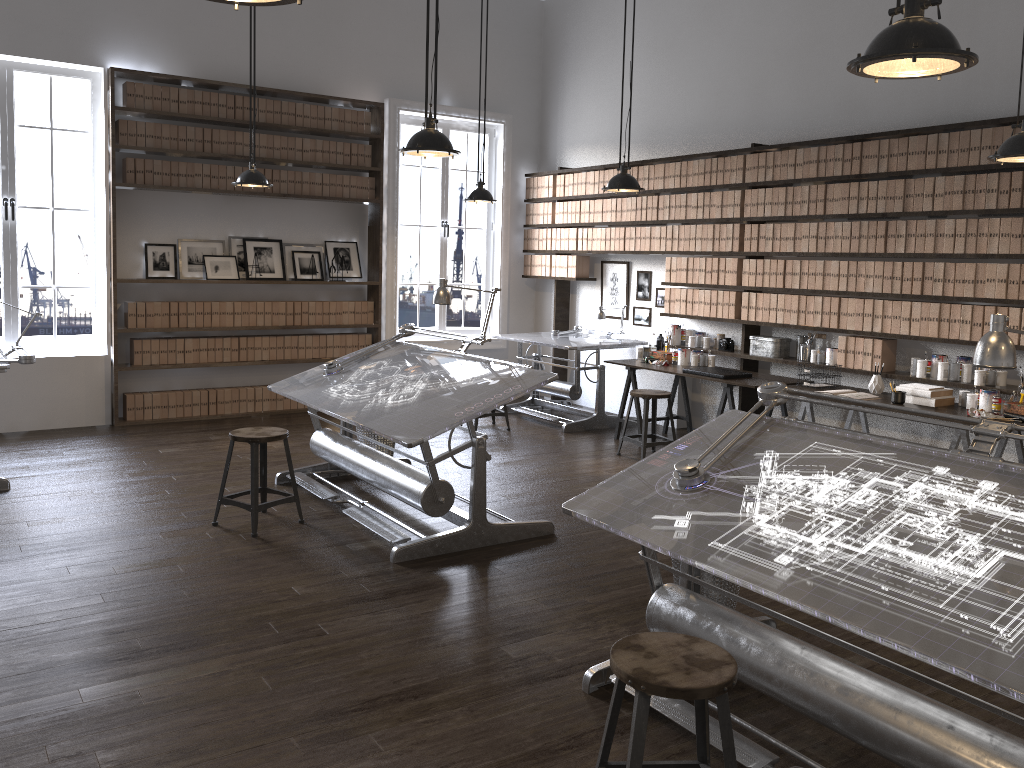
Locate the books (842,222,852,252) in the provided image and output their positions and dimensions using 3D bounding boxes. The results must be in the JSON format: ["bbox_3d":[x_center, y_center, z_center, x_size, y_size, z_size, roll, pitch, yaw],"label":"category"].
[{"bbox_3d":[2.451,-1.046,6.350,0.175,0.224,0.067,-3,7,-34],"label":"books"}]

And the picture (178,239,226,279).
[{"bbox_3d":[-2.815,-1.131,8.057,0.416,0.363,0.083,-3,7,-34],"label":"picture"}]

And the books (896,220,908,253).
[{"bbox_3d":[2.686,-0.991,6.002,0.174,0.224,0.067,-3,7,-34],"label":"books"}]

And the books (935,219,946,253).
[{"bbox_3d":[2.841,-0.956,5.775,0.175,0.224,0.067,-3,7,-34],"label":"books"}]

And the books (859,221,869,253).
[{"bbox_3d":[2.530,-1.029,6.240,0.175,0.224,0.067,-3,7,-34],"label":"books"}]

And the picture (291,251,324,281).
[{"bbox_3d":[-1.977,-1.141,8.570,0.290,0.289,0.127,-3,7,-34],"label":"picture"}]

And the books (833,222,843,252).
[{"bbox_3d":[2.414,-1.056,6.412,0.174,0.224,0.067,-3,7,-34],"label":"books"}]

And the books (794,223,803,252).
[{"bbox_3d":[2.224,-1.101,6.699,0.175,0.224,0.067,-3,7,-34],"label":"books"}]

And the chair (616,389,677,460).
[{"bbox_3d":[1.061,0.323,6.842,0.358,0.525,0.373,-1,7,-25],"label":"chair"}]

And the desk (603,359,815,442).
[{"bbox_3d":[1.513,0.220,7.141,0.656,0.666,1.676,-3,9,-33],"label":"desk"}]

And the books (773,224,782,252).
[{"bbox_3d":[2.112,-1.127,6.870,0.174,0.224,0.067,-3,7,-34],"label":"books"}]

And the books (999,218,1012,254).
[{"bbox_3d":[3.068,-0.901,5.427,0.175,0.224,0.067,-3,7,-34],"label":"books"}]

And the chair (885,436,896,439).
[{"bbox_3d":[2.096,0.583,5.169,0.372,0.525,0.359,5,7,29],"label":"chair"}]

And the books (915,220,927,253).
[{"bbox_3d":[2.768,-0.973,5.887,0.175,0.224,0.067,-3,7,-34],"label":"books"}]

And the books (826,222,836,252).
[{"bbox_3d":[2.379,-1.065,6.472,0.174,0.224,0.067,-3,7,-34],"label":"books"}]

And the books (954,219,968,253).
[{"bbox_3d":[2.913,-0.938,5.661,0.175,0.225,0.067,-3,7,-34],"label":"books"}]

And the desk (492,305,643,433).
[{"bbox_3d":[0.588,-0.207,8.459,1.072,1.093,1.274,-3,8,-34],"label":"desk"}]

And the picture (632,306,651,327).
[{"bbox_3d":[1.248,-0.647,8.490,0.023,0.182,0.252,-2,8,-34],"label":"picture"}]

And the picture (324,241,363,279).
[{"bbox_3d":[-1.671,-1.232,8.781,0.343,0.363,0.161,-3,7,-34],"label":"picture"}]

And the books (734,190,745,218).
[{"bbox_3d":[1.890,-1.453,7.180,0.175,0.225,0.067,-3,7,-34],"label":"books"}]

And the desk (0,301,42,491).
[{"bbox_3d":[-3.660,0.016,5.699,1.172,1.183,1.274,-3,8,-34],"label":"desk"}]

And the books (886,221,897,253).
[{"bbox_3d":[2.651,-1.001,6.064,0.175,0.224,0.067,-3,7,-34],"label":"books"}]

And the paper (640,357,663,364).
[{"bbox_3d":[1.186,-0.198,7.532,0.155,0.038,0.138,8,10,41],"label":"paper"}]

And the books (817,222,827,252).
[{"bbox_3d":[2.338,-1.074,6.529,0.175,0.224,0.067,-3,7,-34],"label":"books"}]

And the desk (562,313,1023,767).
[{"bbox_3d":[1.191,0.475,2.615,1.077,1.380,2.078,-2,8,-34],"label":"desk"}]

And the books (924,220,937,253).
[{"bbox_3d":[2.800,-0.964,5.828,0.175,0.225,0.067,-3,7,-34],"label":"books"}]

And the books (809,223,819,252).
[{"bbox_3d":[2.296,-1.083,6.585,0.175,0.225,0.067,-3,7,-34],"label":"books"}]

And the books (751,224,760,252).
[{"bbox_3d":[1.987,-1.155,7.046,0.175,0.225,0.067,-3,7,-34],"label":"books"}]

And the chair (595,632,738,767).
[{"bbox_3d":[0.395,0.945,2.233,0.358,0.525,0.373,1,6,-5],"label":"chair"}]

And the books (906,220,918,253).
[{"bbox_3d":[2.729,-0.983,5.946,0.174,0.224,0.067,-3,7,-34],"label":"books"}]

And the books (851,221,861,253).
[{"bbox_3d":[2.491,-1.037,6.290,0.175,0.225,0.067,-3,7,-34],"label":"books"}]

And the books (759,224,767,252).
[{"bbox_3d":[2.034,-1.146,6.987,0.175,0.224,0.067,-3,7,-34],"label":"books"}]

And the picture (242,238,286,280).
[{"bbox_3d":[-2.326,-1.168,8.323,0.374,0.389,0.149,-3,7,-34],"label":"picture"}]

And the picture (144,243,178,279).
[{"bbox_3d":[-3.121,-1.090,7.878,0.267,0.314,0.058,-3,7,-34],"label":"picture"}]

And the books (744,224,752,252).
[{"bbox_3d":[1.951,-1.165,7.111,0.175,0.224,0.067,-3,7,-34],"label":"books"}]

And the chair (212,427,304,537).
[{"bbox_3d":[-1.400,0.525,4.906,0.359,0.525,0.373,6,7,34],"label":"chair"}]

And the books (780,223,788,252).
[{"bbox_3d":[2.151,-1.118,6.811,0.175,0.224,0.067,-3,7,-34],"label":"books"}]

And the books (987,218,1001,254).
[{"bbox_3d":[3.031,-0.911,5.489,0.174,0.224,0.067,-3,7,-34],"label":"books"}]

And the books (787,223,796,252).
[{"bbox_3d":[2.183,-1.109,6.752,0.175,0.225,0.067,-3,7,-34],"label":"books"}]

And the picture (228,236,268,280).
[{"bbox_3d":[-2.459,-1.175,8.297,0.370,0.404,0.091,-3,7,-34],"label":"picture"}]

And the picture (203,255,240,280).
[{"bbox_3d":[-2.652,-1.059,8.082,0.300,0.228,0.145,-3,7,-34],"label":"picture"}]

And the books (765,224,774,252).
[{"bbox_3d":[2.069,-1.136,6.926,0.174,0.224,0.067,-3,7,-34],"label":"books"}]

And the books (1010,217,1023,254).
[{"bbox_3d":[3.105,-0.893,5.372,0.175,0.225,0.067,-3,7,-34],"label":"books"}]

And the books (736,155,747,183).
[{"bbox_3d":[1.900,-1.726,7.150,0.175,0.224,0.067,-3,7,-34],"label":"books"}]

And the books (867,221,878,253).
[{"bbox_3d":[2.568,-1.020,6.187,0.175,0.224,0.067,-3,7,-34],"label":"books"}]

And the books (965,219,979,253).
[{"bbox_3d":[2.956,-0.929,5.605,0.175,0.224,0.067,-3,7,-34],"label":"books"}]

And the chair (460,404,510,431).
[{"bbox_3d":[-0.238,0.141,7.904,0.358,0.525,0.373,-1,7,-25],"label":"chair"}]

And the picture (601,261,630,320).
[{"bbox_3d":[1.021,-0.934,8.801,0.040,0.572,0.417,-2,7,-34],"label":"picture"}]

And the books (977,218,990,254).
[{"bbox_3d":[2.996,-0.920,5.548,0.174,0.224,0.067,-3,7,-34],"label":"books"}]

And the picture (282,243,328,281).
[{"bbox_3d":[-2.009,-1.180,8.595,0.434,0.359,0.095,-3,7,-34],"label":"picture"}]

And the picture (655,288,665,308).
[{"bbox_3d":[1.424,-0.798,8.218,0.023,0.182,0.252,-2,8,-34],"label":"picture"}]

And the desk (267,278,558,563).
[{"bbox_3d":[-0.665,0.040,5.392,1.077,1.380,2.290,-2,8,-34],"label":"desk"}]

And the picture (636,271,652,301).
[{"bbox_3d":[1.263,-0.937,8.457,0.022,0.283,0.202,-2,7,-34],"label":"picture"}]

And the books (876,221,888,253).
[{"bbox_3d":[2.605,-1.010,6.123,0.175,0.225,0.067,-3,7,-34],"label":"books"}]

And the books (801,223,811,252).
[{"bbox_3d":[2.258,-1.092,6.646,0.175,0.224,0.067,-3,7,-34],"label":"books"}]

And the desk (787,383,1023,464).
[{"bbox_3d":[2.489,0.450,5.679,0.656,0.666,1.676,-3,9,-33],"label":"desk"}]

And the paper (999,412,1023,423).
[{"bbox_3d":[2.844,0.191,5.051,0.137,0.038,0.156,-1,8,-19],"label":"paper"}]
